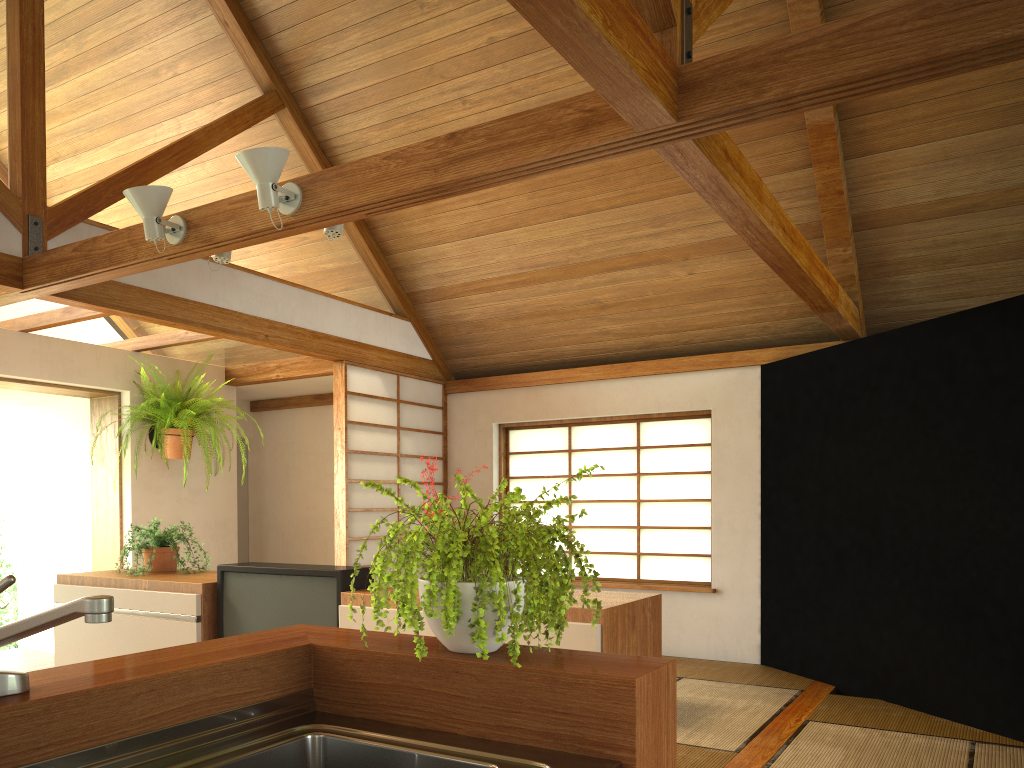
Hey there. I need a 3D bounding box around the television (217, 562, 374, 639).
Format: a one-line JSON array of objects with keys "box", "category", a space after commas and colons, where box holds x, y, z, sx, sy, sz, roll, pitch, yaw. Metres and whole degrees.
[{"box": [-0.793, 0.995, 3.536, 0.684, 0.538, 0.461, -3, -4, 31], "category": "television"}]

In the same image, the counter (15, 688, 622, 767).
[{"box": [-0.699, 0.503, 0.462, 0.658, 0.168, 2.436, -4, -9, 29], "category": "counter"}]

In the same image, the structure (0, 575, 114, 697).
[{"box": [-0.671, 0.329, 1.070, 0.226, 0.175, 0.431, 4, -8, -41], "category": "structure"}]

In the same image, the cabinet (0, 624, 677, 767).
[{"box": [-0.732, 0.791, 0.599, 0.895, 0.875, 2.624, -2, -7, 29], "category": "cabinet"}]

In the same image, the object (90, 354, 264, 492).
[{"box": [-2.375, 0.305, 6.413, 1.115, 1.125, 1.213, -2, -4, 24], "category": "object"}]

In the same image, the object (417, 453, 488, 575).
[{"box": [-0.247, 0.503, 3.216, 0.242, 0.499, 0.221, -1, -1, 37], "category": "object"}]

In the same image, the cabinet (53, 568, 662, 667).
[{"box": [-0.806, 1.166, 3.513, 2.830, 0.738, 0.523, -5, -4, 32], "category": "cabinet"}]

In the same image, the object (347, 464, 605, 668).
[{"box": [-0.067, 0.324, 1.598, 0.423, 0.350, 0.531, 3, -6, -34], "category": "object"}]

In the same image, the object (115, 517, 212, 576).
[{"box": [-1.696, 0.823, 4.175, 0.487, 0.375, 0.590, 0, -5, -9], "category": "object"}]
